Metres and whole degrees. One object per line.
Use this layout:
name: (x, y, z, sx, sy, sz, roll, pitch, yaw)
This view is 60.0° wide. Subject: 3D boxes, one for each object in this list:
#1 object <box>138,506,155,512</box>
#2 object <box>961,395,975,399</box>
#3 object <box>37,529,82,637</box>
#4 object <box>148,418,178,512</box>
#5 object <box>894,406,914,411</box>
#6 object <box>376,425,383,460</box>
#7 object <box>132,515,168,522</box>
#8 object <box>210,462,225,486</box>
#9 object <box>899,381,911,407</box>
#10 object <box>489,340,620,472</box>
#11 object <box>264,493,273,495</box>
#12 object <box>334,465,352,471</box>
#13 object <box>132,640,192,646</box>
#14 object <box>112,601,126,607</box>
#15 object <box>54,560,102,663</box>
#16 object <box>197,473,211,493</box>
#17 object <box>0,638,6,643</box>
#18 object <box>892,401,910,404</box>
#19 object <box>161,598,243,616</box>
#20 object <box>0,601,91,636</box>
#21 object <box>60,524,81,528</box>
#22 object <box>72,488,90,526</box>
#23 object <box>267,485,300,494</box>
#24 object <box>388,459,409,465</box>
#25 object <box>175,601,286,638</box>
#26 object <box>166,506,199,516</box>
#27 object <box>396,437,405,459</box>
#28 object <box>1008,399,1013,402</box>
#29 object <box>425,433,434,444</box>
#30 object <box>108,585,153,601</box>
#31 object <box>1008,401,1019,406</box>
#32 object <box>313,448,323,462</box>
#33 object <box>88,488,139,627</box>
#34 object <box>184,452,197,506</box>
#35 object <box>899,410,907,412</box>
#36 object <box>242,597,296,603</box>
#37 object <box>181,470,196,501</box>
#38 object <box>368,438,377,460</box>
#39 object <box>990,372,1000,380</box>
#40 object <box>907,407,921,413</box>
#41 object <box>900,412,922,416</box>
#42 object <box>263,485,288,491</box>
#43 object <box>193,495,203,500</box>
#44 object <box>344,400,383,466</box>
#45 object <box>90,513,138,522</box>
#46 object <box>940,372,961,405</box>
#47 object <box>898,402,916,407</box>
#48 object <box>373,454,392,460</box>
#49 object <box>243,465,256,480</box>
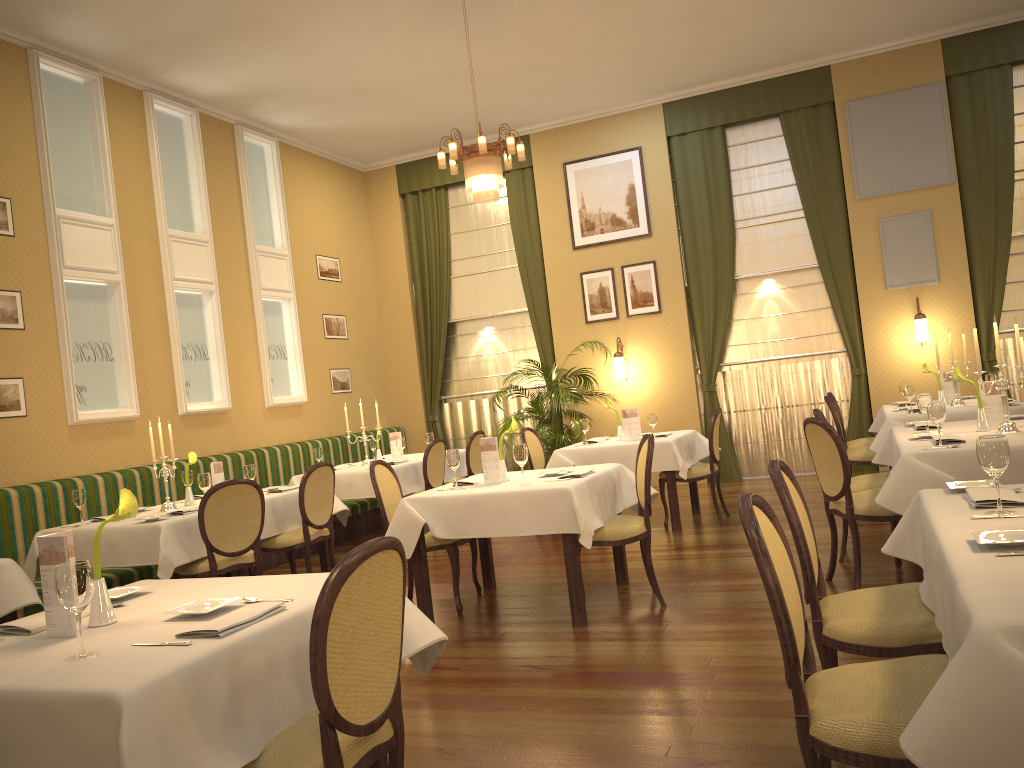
object: (-2.603, 0.881, 6.191, 0.160, 0.024, 0.160, -7, -1, 21)
object: (4.098, 0.125, 8.000, 0.160, 0.024, 0.160, -7, -1, 21)
object: (-1.251, 0.553, 2.446, 0.081, 0.277, 0.166, -6, -1, -22)
object: (-2.363, 0.537, 6.015, 0.390, 0.655, 0.131, -7, -1, 36)
object: (3.304, 0.211, 7.469, 0.160, 0.024, 0.160, -7, -1, 21)
object: (-1.316, 0.585, 8.777, 0.076, 0.375, 0.163, -7, -1, 8)
object: (-2.188, 0.823, 5.394, 0.160, 0.024, 0.160, -7, -1, 21)
object: (-2.110, 0.700, 6.379, 0.081, 0.277, 0.166, -6, -1, -17)
object: (3.495, 0.090, 7.887, 0.088, 0.229, 0.088, -6, -1, -21)
object: (0.510, 0.440, 10.181, 1.496, 1.807, 1.552, -7, -1, 2)
object: (-1.803, 0.797, 6.402, 0.185, 0.010, 0.017, -7, -1, 22)
object: (-1.648, 0.794, 8.390, 0.142, 0.033, 0.273, -7, -1, 21)
object: (-0.864, 0.637, 2.180, 0.185, 0.010, 0.017, -7, -1, 22)
object: (-1.279, 0.691, 2.773, 0.181, 0.015, 0.038, -7, -1, 23)
object: (-1.055, 0.549, 2.153, 0.088, 0.229, 0.088, -6, -1, -21)
object: (-2.030, 0.707, 5.876, 0.088, 0.229, 0.088, -6, -1, -21)
object: (-1.452, 0.599, 2.438, 0.088, 0.229, 0.088, -6, -1, -21)
object: (3.663, 0.180, 8.335, 0.160, 0.024, 0.160, -7, -1, 21)
object: (-0.870, 0.636, 2.499, 0.160, 0.024, 0.160, -7, -1, 21)
object: (-1.355, 0.691, 2.624, 0.142, 0.033, 0.273, -7, -1, 21)
object: (-2.798, 0.901, 5.616, 0.181, 0.015, 0.038, -7, -1, 23)
object: (-2.773, 0.791, 5.698, 0.088, 0.229, 0.088, -6, -1, -21)
object: (-1.673, 0.779, 6.554, 0.142, 0.024, 0.273, -7, -1, 21)
object: (-1.082, 0.726, 8.202, 0.142, 0.033, 0.273, -7, -1, 21)
object: (-0.734, 0.619, 2.332, 0.142, 0.024, 0.273, -7, -1, 21)
object: (-2.067, 0.810, 5.690, 0.142, 0.033, 0.273, -7, -1, 21)
object: (-1.045, 0.623, 8.388, 0.088, 0.229, 0.088, -6, -1, -21)
object: (3.839, 0.140, 6.969, 0.142, 0.033, 0.273, -7, -1, 21)
object: (-0.810, 0.600, 8.801, 0.088, 0.229, 0.088, -6, -1, -21)
object: (-1.285, 0.688, 2.885, 0.160, 0.024, 0.160, -7, -1, 21)
object: (3.718, 0.154, 6.673, 0.160, 0.024, 0.160, -7, -1, 21)
object: (-1.788, 0.707, 8.210, 0.088, 0.229, 0.088, -6, -1, -21)
object: (-1.137, 0.490, 2.517, 0.163, 0.375, 0.076, -7, -1, -2)
object: (-2.253, 0.663, 6.208, 0.163, 0.375, 0.076, -7, -1, 43)
object: (3.301, 0.216, 7.336, 0.185, 0.010, 0.017, -7, -1, 23)
object: (-0.704, 0.621, 2.554, 0.181, 0.015, 0.038, -7, -1, 23)
object: (-2.411, 0.760, 6.609, 0.088, 0.229, 0.088, -6, -1, -26)
object: (-1.426, 0.675, 9.120, 0.088, 0.229, 0.088, -6, -1, -21)
object: (4.129, 0.013, 7.562, 0.088, 0.229, 0.088, -6, -1, -21)
object: (3.272, 0.208, 7.157, 0.142, 0.033, 0.273, -7, -1, 21)
object: (3.108, 0.231, 6.895, 0.181, 0.015, 0.038, -7, -1, 23)
object: (-1.809, 0.795, 6.721, 0.160, 0.024, 0.160, -7, -1, 21)
object: (-2.314, 0.852, 6.794, 0.142, 0.033, 0.273, -7, -1, 21)
object: (-1.414, 0.456, 8.456, 0.390, 0.655, 0.131, -7, -1, 27)
object: (-2.634, 0.878, 5.878, 0.142, 0.033, 0.273, -7, -1, 21)
object: (3.746, 0.034, 7.528, 0.166, 0.277, 0.081, -7, -1, -7)
object: (3.592, 0.182, 8.073, 0.142, 0.033, 0.273, -7, -1, 21)
object: (-1.328, 0.768, 9.306, 0.142, 0.033, 0.273, -7, -1, 21)
object: (-1.865, 0.693, 6.323, 0.088, 0.229, 0.088, -6, -1, -21)
